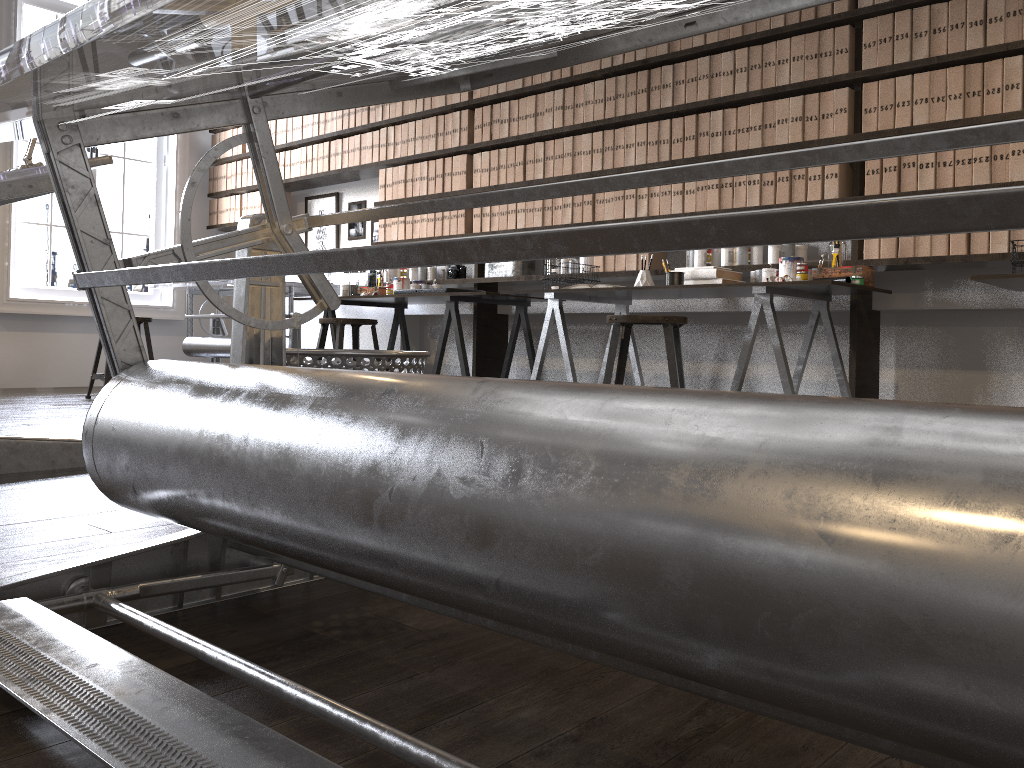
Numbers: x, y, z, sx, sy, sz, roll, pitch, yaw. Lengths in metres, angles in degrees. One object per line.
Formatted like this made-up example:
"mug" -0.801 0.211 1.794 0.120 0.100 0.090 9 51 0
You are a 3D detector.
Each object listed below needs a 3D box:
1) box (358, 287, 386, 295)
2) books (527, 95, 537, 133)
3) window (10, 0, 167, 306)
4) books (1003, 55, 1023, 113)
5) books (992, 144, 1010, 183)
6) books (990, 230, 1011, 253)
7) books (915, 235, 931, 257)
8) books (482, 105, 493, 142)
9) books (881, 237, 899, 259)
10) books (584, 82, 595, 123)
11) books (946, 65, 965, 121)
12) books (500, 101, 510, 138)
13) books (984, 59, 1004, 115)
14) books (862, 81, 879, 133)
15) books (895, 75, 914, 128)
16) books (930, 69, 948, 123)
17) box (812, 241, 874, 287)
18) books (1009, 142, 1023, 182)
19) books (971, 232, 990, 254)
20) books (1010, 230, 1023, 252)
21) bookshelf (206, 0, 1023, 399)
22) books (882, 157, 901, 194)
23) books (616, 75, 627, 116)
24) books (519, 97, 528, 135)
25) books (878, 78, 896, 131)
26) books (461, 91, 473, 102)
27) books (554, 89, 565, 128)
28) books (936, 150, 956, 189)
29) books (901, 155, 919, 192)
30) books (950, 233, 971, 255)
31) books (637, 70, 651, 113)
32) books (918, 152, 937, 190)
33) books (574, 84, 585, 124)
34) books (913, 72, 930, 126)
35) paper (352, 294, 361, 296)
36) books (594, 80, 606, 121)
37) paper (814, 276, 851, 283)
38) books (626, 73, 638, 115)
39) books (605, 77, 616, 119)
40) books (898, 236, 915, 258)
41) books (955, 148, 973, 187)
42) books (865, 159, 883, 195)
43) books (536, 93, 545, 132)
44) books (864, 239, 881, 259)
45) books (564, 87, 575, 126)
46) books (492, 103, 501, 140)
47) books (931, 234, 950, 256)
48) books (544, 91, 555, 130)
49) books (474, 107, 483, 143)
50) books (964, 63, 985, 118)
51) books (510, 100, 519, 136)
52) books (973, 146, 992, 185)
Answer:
"box" -0.877 -0.582 5.714 0.212 0.083 0.137 3 2 41
"books" 0.168 -1.552 5.170 0.067 0.226 0.174 1 0 42
"window" -3.290 -1.766 6.913 0.153 2.310 1.244 1 0 42
"books" 2.013 -1.169 3.521 0.067 0.226 0.174 1 0 42
"books" 1.980 -0.896 3.547 0.067 0.225 0.174 1 0 42
"books" 1.971 -0.619 3.543 0.067 0.226 0.174 1 0 42
"books" 1.760 -0.632 3.734 0.067 0.225 0.174 1 0 42
"books" -0.096 -1.568 5.407 0.067 0.226 0.174 1 0 42
"books" 1.656 -0.638 3.821 0.067 0.226 0.174 1 0 42
"books" 0.478 -1.533 4.898 0.067 0.226 0.174 1 0 42
"books" 1.855 -1.178 3.659 0.067 0.226 0.174 1 0 42
"books" 0.013 -1.562 5.311 0.067 0.226 0.174 1 0 42
"books" 1.963 -1.172 3.572 0.067 0.226 0.174 1 0 42
"books" 1.605 -1.194 3.892 0.067 0.226 0.174 1 0 42
"books" 1.705 -1.188 3.795 0.067 0.226 0.174 1 0 42
"books" 1.809 -1.182 3.707 0.067 0.225 0.174 1 0 42
"box" 1.384 -0.508 3.701 0.212 0.207 0.137 2 1 42
"books" 2.026 -0.893 3.503 0.067 0.225 0.174 1 0 42
"books" 1.921 -0.622 3.593 0.067 0.226 0.174 1 0 42
"books" 2.027 -0.615 3.499 0.067 0.226 0.174 1 0 42
"bookshelf" 0.960 -0.664 4.560 9.184 3.208 0.373 3 1 42
"books" 1.663 -0.915 3.825 0.067 0.226 0.174 1 0 42
"books" 0.634 -1.524 4.761 0.067 0.225 0.174 1 0 42
"books" 0.122 -1.555 5.219 0.067 0.226 0.174 1 0 42
"books" 1.655 -1.191 3.844 0.067 0.226 0.174 1 0 42
"books" -0.232 -1.852 5.536 0.067 0.226 0.174 1 0 42
"books" 0.320 -1.543 5.037 0.067 0.226 0.174 1 0 42
"books" 1.828 -0.905 3.684 0.067 0.226 0.174 1 0 42
"books" 1.722 -0.912 3.779 0.067 0.226 0.174 1 0 42
"books" 1.862 -0.625 3.639 0.067 0.226 0.174 1 0 42
"books" 0.736 -1.518 4.666 0.067 0.226 0.174 1 0 42
"books" 1.772 -0.908 3.728 0.067 0.226 0.174 1 0 42
"books" 0.429 -1.537 4.948 0.067 0.226 0.174 1 0 42
"books" 1.761 -1.184 3.748 0.067 0.225 0.174 1 0 42
"paper" -0.968 -0.553 5.588 0.155 0.038 0.137 2 3 27
"books" 0.530 -1.530 4.848 0.067 0.226 0.174 1 0 42
"paper" 1.268 -0.418 3.596 0.137 0.038 0.155 0 3 -34
"books" 0.684 -1.521 4.719 0.067 0.225 0.174 1 0 42
"books" 0.584 -1.527 4.800 0.067 0.226 0.174 1 0 42
"books" 1.709 -0.634 3.773 0.067 0.226 0.174 1 0 42
"books" 1.881 -0.902 3.637 0.067 0.226 0.174 1 0 42
"books" 1.611 -0.918 3.878 0.067 0.225 0.174 1 0 42
"books" 0.221 -1.549 5.129 0.067 0.225 0.174 1 0 42
"books" 1.604 -0.641 3.872 0.067 0.226 0.174 1 0 42
"books" 0.375 -1.540 4.993 0.067 0.226 0.174 1 0 42
"books" -0.037 -1.565 5.361 0.067 0.226 0.174 1 0 42
"books" 1.810 -0.629 3.693 0.067 0.225 0.174 1 0 42
"books" 0.267 -1.546 5.086 0.067 0.225 0.174 1 0 42
"books" -0.148 -1.571 5.461 0.067 0.225 0.174 1 0 42
"books" 1.910 -1.176 3.619 0.067 0.226 0.174 1 0 42
"books" 0.069 -1.558 5.267 0.067 0.226 0.174 1 0 42
"books" 1.927 -0.899 3.587 0.067 0.226 0.174 1 0 42
